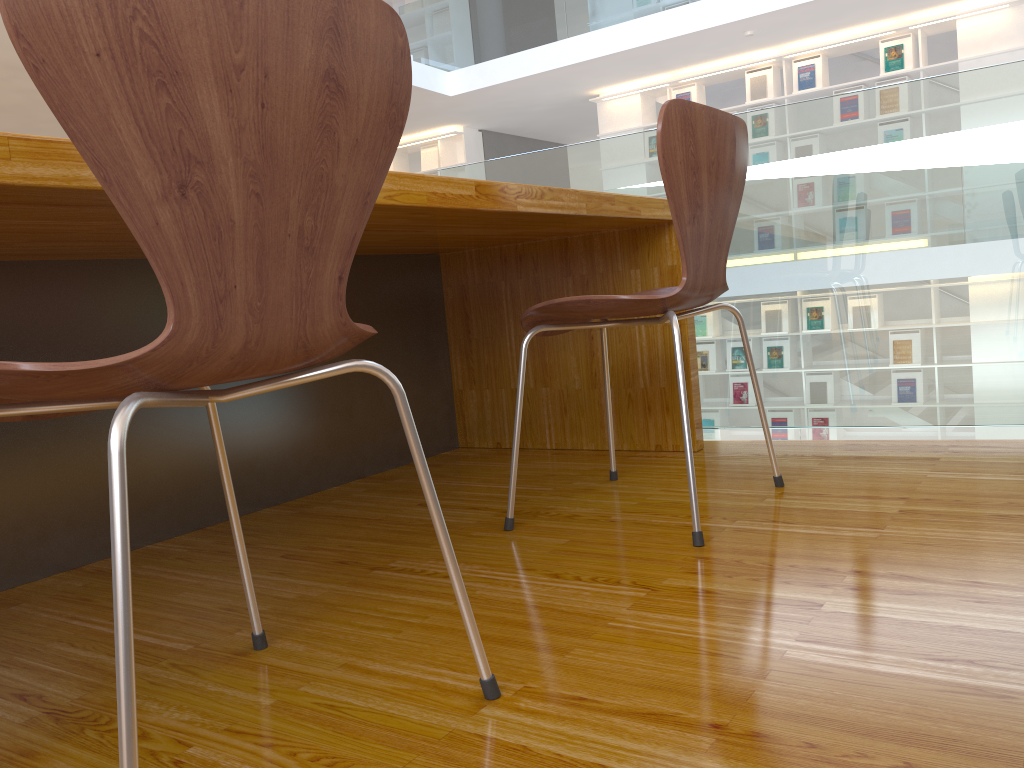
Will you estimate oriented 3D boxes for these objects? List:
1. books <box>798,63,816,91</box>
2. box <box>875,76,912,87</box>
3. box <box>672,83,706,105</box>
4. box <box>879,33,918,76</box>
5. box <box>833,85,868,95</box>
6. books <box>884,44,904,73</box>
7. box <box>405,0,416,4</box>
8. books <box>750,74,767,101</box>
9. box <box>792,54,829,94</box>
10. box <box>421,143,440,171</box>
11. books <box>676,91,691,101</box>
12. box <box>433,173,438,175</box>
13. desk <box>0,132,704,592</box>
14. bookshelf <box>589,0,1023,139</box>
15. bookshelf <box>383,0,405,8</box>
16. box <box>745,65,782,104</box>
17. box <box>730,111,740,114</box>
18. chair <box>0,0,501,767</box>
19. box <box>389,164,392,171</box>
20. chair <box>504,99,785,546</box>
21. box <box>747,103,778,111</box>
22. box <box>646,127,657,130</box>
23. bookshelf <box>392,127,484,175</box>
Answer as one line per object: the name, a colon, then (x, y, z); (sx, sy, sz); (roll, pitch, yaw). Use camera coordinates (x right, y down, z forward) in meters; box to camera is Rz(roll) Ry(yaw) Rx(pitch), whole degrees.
books: (2.525, -2.625, 7.598); (0.145, 0.210, 0.037); (-2, 7, 34)
box: (3.161, -2.358, 7.339); (0.245, 0.296, 0.274); (-2, 7, 34)
box: (1.652, -2.639, 8.317); (0.245, 0.296, 0.274); (-2, 7, 34)
box: (3.171, -2.686, 7.281); (0.245, 0.296, 0.274); (-2, 7, 34)
box: (2.880, -2.353, 7.531); (0.245, 0.296, 0.274); (-2, 7, 34)
books: (3.104, -2.641, 7.204); (0.145, 0.210, 0.037); (-2, 7, 34)
box: (-1.049, -4.271, 9.963); (0.245, 0.296, 0.274); (-2, 7, 34)
books: (2.178, -2.613, 7.835); (0.145, 0.210, 0.037); (-2, 7, 34)
box: (2.583, -2.668, 7.682); (0.245, 0.296, 0.274); (-2, 7, 34)
box: (-0.885, -2.567, 10.123); (0.245, 0.296, 0.274); (-2, 7, 34)
books: (1.594, -2.596, 8.233); (0.145, 0.210, 0.037); (-2, 7, 34)
box: (-0.856, -2.242, 10.155); (0.245, 0.296, 0.274); (-2, 7, 34)
desk: (-0.943, 0.290, 1.209); (1.248, 1.022, 3.216); (-2, 7, 34)
bookshelf: (2.479, -1.996, 7.856); (3.666, 1.836, 0.498); (-2, 7, 34)
bookshelf: (-1.818, -3.898, 10.459); (2.984, 1.836, 0.498); (-2, 7, 34)
box: (2.238, -2.657, 7.917); (0.245, 0.296, 0.274); (-2, 7, 34)
box: (1.979, -2.322, 8.146); (0.245, 0.296, 0.274); (-2, 7, 34)
chair: (-0.315, 0.014, 0.825); (0.381, 0.693, 0.428); (-2, 7, 34)
box: (-1.447, -2.551, 10.503); (0.245, 0.296, 0.274); (-2, 7, 34)
chair: (0.225, -0.113, 1.622); (0.381, 0.693, 0.428); (-2, 7, 34)
box: (2.264, -2.331, 7.952); (0.245, 0.296, 0.274); (-2, 7, 34)
box: (1.432, -2.306, 8.519); (0.245, 0.296, 0.274); (-2, 7, 34)
bookshelf: (-1.625, -1.869, 10.651); (2.984, 1.836, 0.498); (-2, 7, 34)
